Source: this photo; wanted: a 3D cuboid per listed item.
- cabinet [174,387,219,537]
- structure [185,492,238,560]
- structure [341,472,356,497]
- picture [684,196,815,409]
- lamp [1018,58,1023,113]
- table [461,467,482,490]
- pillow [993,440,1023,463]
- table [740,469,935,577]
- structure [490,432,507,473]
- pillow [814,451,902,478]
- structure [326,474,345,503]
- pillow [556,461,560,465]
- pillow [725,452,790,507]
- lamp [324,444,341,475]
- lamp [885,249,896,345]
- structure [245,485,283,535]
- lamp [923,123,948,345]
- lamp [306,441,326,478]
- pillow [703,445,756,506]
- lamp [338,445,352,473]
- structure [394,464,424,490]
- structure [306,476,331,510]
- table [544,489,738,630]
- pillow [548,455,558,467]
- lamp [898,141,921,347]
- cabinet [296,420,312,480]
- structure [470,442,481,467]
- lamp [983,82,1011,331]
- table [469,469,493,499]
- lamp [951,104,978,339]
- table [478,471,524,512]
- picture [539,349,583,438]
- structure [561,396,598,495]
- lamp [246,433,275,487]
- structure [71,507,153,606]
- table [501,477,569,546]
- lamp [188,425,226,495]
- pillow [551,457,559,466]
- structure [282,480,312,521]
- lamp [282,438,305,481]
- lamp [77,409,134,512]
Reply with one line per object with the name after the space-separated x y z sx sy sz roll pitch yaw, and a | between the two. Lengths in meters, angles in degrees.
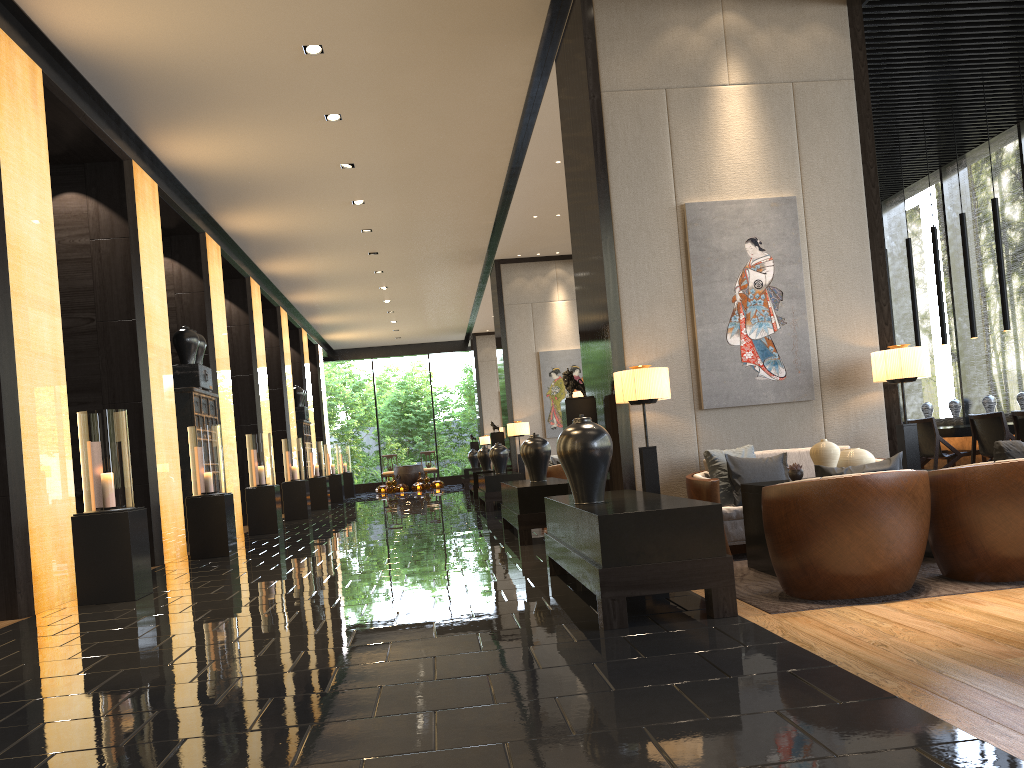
-3.976 1.061 10.945 0.547 1.920 1.190 -5 -2 -5 | cabinet
-3.211 1.511 9.478 0.402 0.657 0.403 -5 -2 -5 | structure
-4.501 2.749 24.100 0.402 0.657 0.403 -5 -2 -5 | structure
1.731 -0.597 6.454 0.834 1.500 0.037 -5 -1 -5 | picture
4.631 -1.751 7.892 0.060 2.417 0.060 -5 -1 -10 | lamp
-0.966 2.418 22.839 0.620 0.512 1.965 -5 -4 -5 | table
2.511 0.433 4.281 0.399 0.362 0.222 -5 -2 -5 | pillow
1.977 0.810 5.237 1.041 0.517 0.577 -5 -3 -5 | table
-0.220 1.470 15.852 0.240 1.216 0.240 -5 -1 -5 | structure
1.659 0.505 4.202 0.441 0.338 0.205 -5 -2 2 | pillow
-4.243 2.502 21.176 0.402 0.657 0.403 -5 -2 -5 | structure
0.879 1.253 13.038 0.441 0.338 0.205 -5 -2 2 | pillow
1.665 0.630 5.990 0.471 0.360 0.220 -4 -2 -8 | pillow
-4.305 1.805 21.193 0.336 0.728 0.337 -5 -2 -3 | lamp
4.405 -1.534 10.457 0.060 2.417 0.060 -5 -1 -10 | lamp
-3.469 1.759 12.403 0.402 0.657 0.403 -5 -2 -5 | structure
4.495 -1.621 9.428 0.060 2.417 0.060 -5 -1 -10 | lamp
-4.047 1.557 18.269 0.336 0.728 0.337 -5 -2 -3 | lamp
1.550 0.630 6.136 0.432 0.399 0.201 -4 -2 -27 | pillow
-4.563 2.053 24.118 0.336 0.728 0.337 -4 -2 -18 | lamp
-2.941 2.686 25.354 0.872 0.709 0.877 -4 -3 -17 | structure
-3.985 2.254 18.252 0.402 0.657 0.403 -5 -2 -5 | structure
0.611 0.905 4.970 0.620 0.512 1.965 -5 -4 -5 | table
0.770 1.378 14.972 0.432 0.399 0.201 -4 -2 -27 | pillow
4.451 -1.578 9.934 0.060 2.417 0.060 -5 -1 -10 | lamp
-4.751 1.805 19.728 0.547 1.920 1.190 -5 -2 -5 | cabinet
-1.010 2.227 24.798 0.240 1.216 0.240 -5 -1 -5 | structure
4.586 -1.707 8.406 0.060 2.417 0.060 -5 -1 -10 | lamp
-0.516 1.987 17.744 0.620 0.512 1.965 -5 -4 -5 | table
4.541 -1.664 8.918 0.060 2.417 0.060 -5 -1 -10 | lamp
-0.177 1.661 13.893 0.620 0.512 1.965 -5 -4 -5 | table
0.945 0.157 15.359 0.834 1.500 0.037 -5 -1 -5 | picture
0.567 0.715 6.930 0.240 1.216 0.240 -5 -1 -5 | structure
-3.531 1.062 12.420 0.336 0.728 0.337 -5 -2 -3 | lamp
-2.953 1.264 6.554 0.402 0.657 0.403 -5 -2 -5 | structure
0.271 1.231 8.821 0.620 0.512 1.965 -5 -4 -5 | table
-3.273 0.815 9.496 0.337 0.728 0.337 -5 -2 0 | lamp
0.886 1.378 14.826 0.471 0.360 0.220 -4 -2 -8 | pillow
-3.727 2.007 15.327 0.402 0.657 0.403 -5 -2 -5 | structure
-3.789 1.310 15.345 0.336 0.728 0.337 -5 -2 -3 | lamp
-3.015 0.567 6.571 0.336 0.728 0.338 -4 -2 -32 | lamp
